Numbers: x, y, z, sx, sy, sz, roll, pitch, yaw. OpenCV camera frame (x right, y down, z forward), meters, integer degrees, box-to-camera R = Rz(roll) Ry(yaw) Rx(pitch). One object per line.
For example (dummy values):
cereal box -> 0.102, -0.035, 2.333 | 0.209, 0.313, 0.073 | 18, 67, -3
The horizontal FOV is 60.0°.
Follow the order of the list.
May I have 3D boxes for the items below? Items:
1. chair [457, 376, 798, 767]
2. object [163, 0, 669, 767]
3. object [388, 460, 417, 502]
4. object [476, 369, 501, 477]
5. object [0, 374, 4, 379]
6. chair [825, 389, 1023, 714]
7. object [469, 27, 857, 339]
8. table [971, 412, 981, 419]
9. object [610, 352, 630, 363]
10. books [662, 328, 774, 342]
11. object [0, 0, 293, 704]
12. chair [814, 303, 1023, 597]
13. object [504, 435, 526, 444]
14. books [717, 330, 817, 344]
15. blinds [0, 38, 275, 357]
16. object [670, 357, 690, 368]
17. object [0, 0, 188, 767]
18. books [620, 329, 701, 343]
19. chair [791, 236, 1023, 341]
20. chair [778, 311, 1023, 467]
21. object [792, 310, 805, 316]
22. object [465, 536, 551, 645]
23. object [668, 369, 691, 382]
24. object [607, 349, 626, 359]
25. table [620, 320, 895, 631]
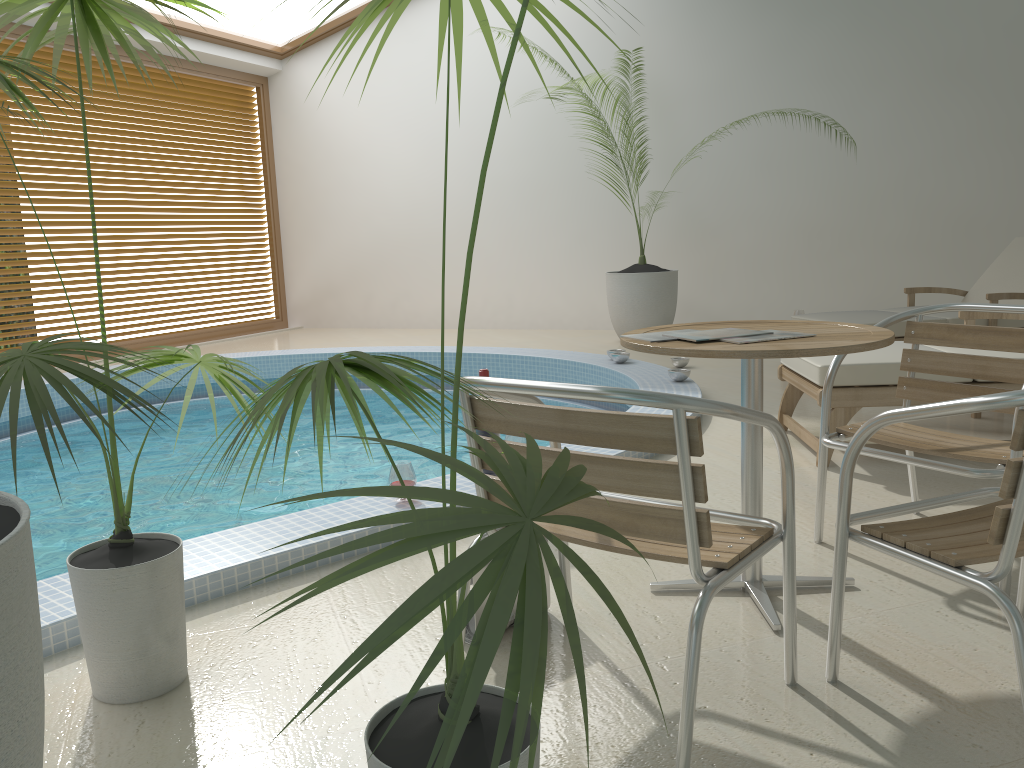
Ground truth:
chair -> 0.233, 0.312, 1.906 | 0.618, 0.727, 0.563 | 5, 12, 37
object -> -0.016, -0.036, 1.151 | 0.791, 1.695, 1.059 | -8, 11, -29
object -> -0.395, 0.350, 3.202 | 0.102, 0.137, 0.102 | 4, 11, 34
object -> -0.096, 0.160, 3.352 | 0.109, 0.435, 0.109 | -8, 11, -29
object -> -3.648, -0.013, 6.314 | 0.115, 0.107, 0.115 | -5, 10, -16
chair -> 1.052, 0.293, 1.816 | 0.618, 0.727, 0.563 | -6, 10, -22
object -> 1.266, -1.841, 7.839 | 2.979, 2.960, 2.729 | -4, 10, -10
table -> 2.479, 0.018, 4.607 | 0.283, 0.255, 0.320 | -2, 9, 4
object -> 0.775, -0.184, 6.345 | 0.140, 0.069, 0.140 | -3, 9, -6
books -> 0.533, -0.130, 2.322 | 0.241, 0.004, 0.166 | -6, 10, -23
object -> -0.971, -0.140, 2.022 | 0.791, 1.695, 1.059 | 0, 10, 12
chair -> 1.307, 0.146, 2.641 | 0.563, 0.727, 0.618 | -8, 11, -32
object -> 0.016, 0.253, 3.684 | 0.102, 0.137, 0.102 | 4, 11, 34
books -> 0.630, -0.123, 2.278 | 0.241, 0.004, 0.166 | -6, 10, -23
blinds -> -4.003, -1.812, 9.035 | 0.095, 2.921, 4.414 | 2, 10, 25
object -> 1.238, -0.154, 6.536 | 0.140, 0.069, 0.140 | -3, 9, -6
object -> -0.952, -0.643, 1.145 | 2.979, 2.960, 2.729 | 6, 13, 42
books -> 0.428, -0.130, 2.372 | 0.241, 0.004, 0.166 | -6, 10, -23
chair -> 2.791, -0.468, 5.592 | 1.903, 0.866, 0.861 | -4, 10, -12
chair -> 2.227, -0.168, 3.923 | 1.903, 0.866, 0.861 | -2, 9, 4
object -> 2.085, -0.469, 6.450 | 0.102, 0.137, 0.102 | 5, 12, 39
object -> -0.024, 0.520, 2.299 | 0.081, 0.223, 0.272 | 7, 13, 45
object -> 1.032, -0.051, 5.474 | 0.140, 0.069, 0.140 | -3, 9, -6
object -> 0.767, -0.213, 6.526 | 0.140, 0.069, 0.140 | -3, 9, -6
table -> 0.656, 0.219, 2.427 | 0.700, 0.720, 0.700 | 7, 13, 44
